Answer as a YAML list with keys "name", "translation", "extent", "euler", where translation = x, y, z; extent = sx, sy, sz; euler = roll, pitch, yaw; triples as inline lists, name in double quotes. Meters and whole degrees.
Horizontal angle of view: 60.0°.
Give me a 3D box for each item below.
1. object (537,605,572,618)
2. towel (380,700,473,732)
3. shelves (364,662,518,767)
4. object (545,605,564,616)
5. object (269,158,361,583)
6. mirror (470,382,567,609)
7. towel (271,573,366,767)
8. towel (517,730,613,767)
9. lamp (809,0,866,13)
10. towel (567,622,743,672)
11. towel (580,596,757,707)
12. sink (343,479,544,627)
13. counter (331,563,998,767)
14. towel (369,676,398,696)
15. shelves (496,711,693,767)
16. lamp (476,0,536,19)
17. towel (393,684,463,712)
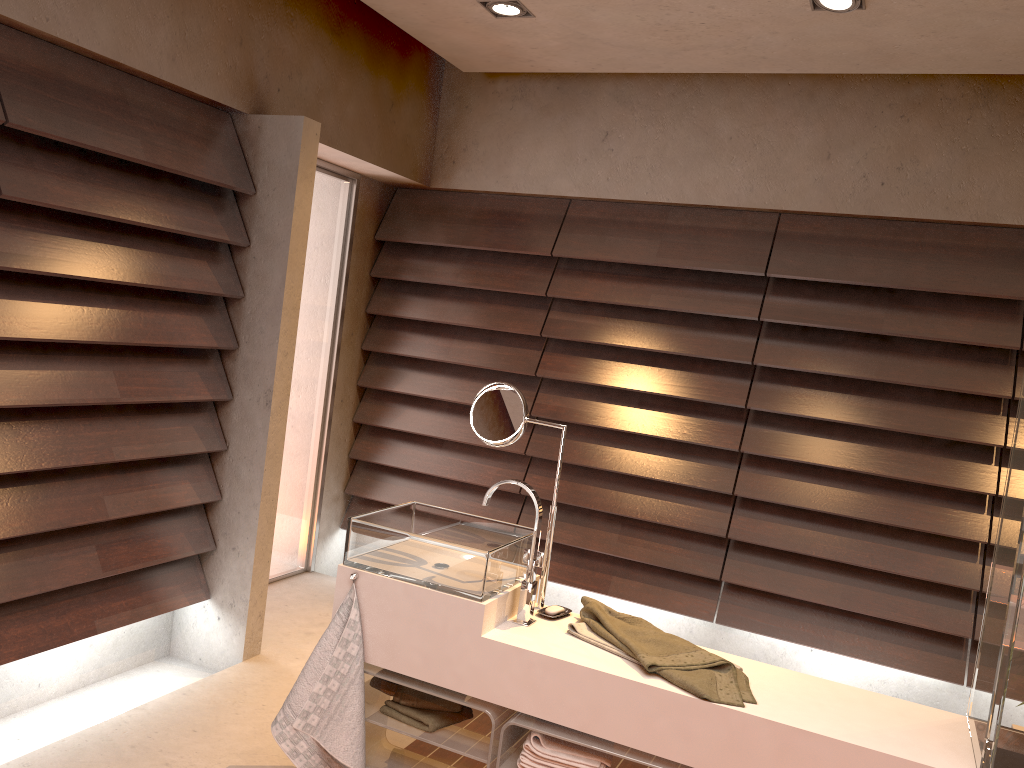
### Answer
- name: "object"
  translation: [0.113, 0.610, 2.363]
  extent: [0.065, 0.011, 0.108]
  euler: [10, 5, 37]
- name: "towel"
  translation: [-0.222, 0.852, 2.343]
  extent: [0.206, 0.034, 0.198]
  euler: [10, 4, 33]
- name: "shelves"
  translation: [-0.212, 0.966, 2.394]
  extent: [0.487, 0.436, 0.368]
  euler: [9, 4, 24]
- name: "object"
  translation: [0.113, 0.603, 2.362]
  extent: [0.035, 0.016, 0.066]
  euler: [10, 4, 35]
- name: "object"
  translation: [-1.116, -0.045, 3.984]
  extent: [0.090, 2.000, 1.007]
  euler: [9, 4, 24]
- name: "mirror"
  translation: [-0.004, 0.295, 2.479]
  extent: [0.316, 0.589, 0.074]
  euler: [9, 4, 26]
- name: "towel"
  translation: [-0.467, 0.778, 2.251]
  extent: [0.252, 0.598, 0.121]
  euler: [8, 4, 8]
- name: "towel"
  translation: [0.138, 0.878, 2.152]
  extent: [0.221, 0.098, 0.220]
  euler: [8, 4, 12]
- name: "lamp"
  translation: [1.020, -1.220, 2.779]
  extent: [0.165, 0.068, 0.170]
  euler: [9, 4, 24]
- name: "towel"
  translation: [0.342, 0.644, 2.170]
  extent: [0.394, 0.027, 0.202]
  euler: [11, 5, 44]
- name: "towel"
  translation: [0.378, 0.634, 2.158]
  extent: [0.258, 0.057, 0.571]
  euler: [6, 4, -25]
- name: "sink"
  translation: [-0.140, 0.403, 2.348]
  extent: [0.486, 0.357, 0.340]
  euler: [9, 4, 24]
- name: "counter"
  translation: [0.903, 1.017, 1.890]
  extent: [2.931, 0.686, 0.350]
  euler: [9, 4, 24]
- name: "towel"
  translation: [-0.278, 0.832, 2.482]
  extent: [0.180, 0.040, 0.196]
  euler: [10, 5, 37]
- name: "shelves"
  translation: [0.232, 1.038, 2.165]
  extent: [0.487, 0.436, 0.368]
  euler: [9, 4, 22]
- name: "lamp"
  translation: [-0.018, -1.390, 3.237]
  extent: [0.165, 0.051, 0.170]
  euler: [9, 4, 24]
- name: "towel"
  translation: [-0.221, 0.835, 2.392]
  extent: [0.192, 0.062, 0.192]
  euler: [8, 4, 2]
